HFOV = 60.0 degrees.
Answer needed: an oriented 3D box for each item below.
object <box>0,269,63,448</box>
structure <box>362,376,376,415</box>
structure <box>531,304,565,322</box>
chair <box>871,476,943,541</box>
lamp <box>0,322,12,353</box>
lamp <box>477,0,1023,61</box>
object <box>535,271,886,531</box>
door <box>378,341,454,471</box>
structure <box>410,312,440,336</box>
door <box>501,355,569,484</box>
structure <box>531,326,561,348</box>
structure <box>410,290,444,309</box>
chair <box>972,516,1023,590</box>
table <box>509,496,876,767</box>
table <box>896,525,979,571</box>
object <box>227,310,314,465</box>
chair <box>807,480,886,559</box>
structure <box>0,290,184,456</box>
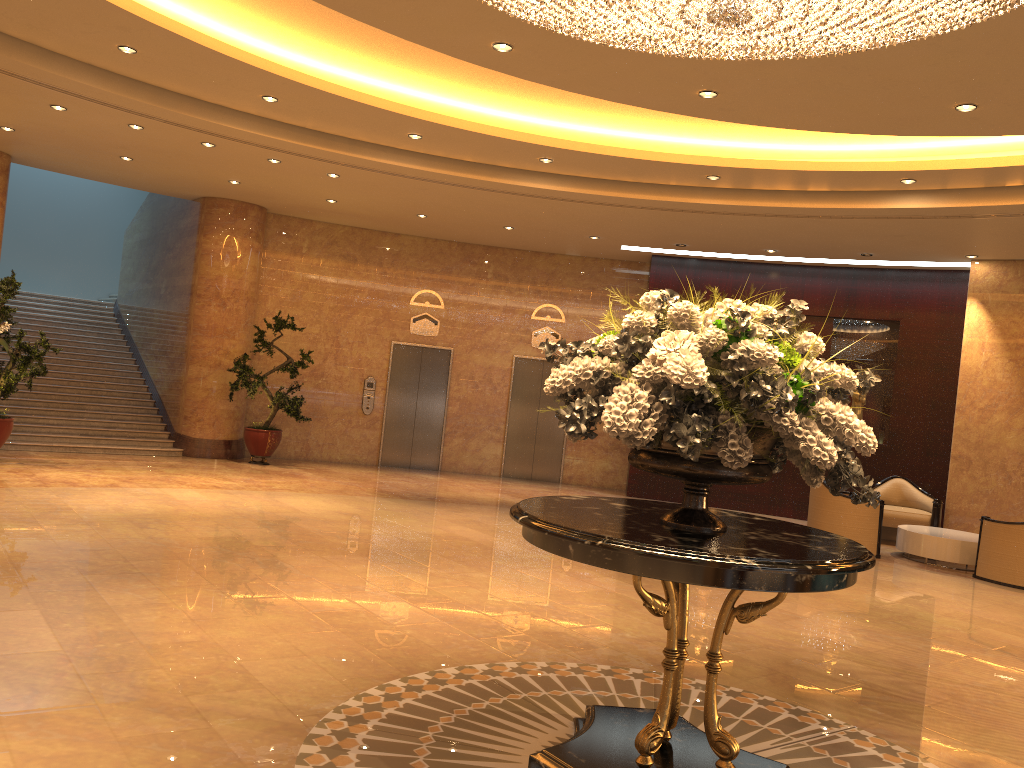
[{"bbox_3d":[-6.323,-0.235,11.027,1.250,2.363,0.843,6,0,34],"label":"object"},{"bbox_3d":[-2.426,0.198,15.034,0.200,0.661,0.053,6,0,-15],"label":"structure"},{"bbox_3d":[0.645,-1.249,15.465,0.600,0.293,0.010,6,0,-1],"label":"structure"},{"bbox_3d":[5.346,1.745,12.201,0.951,0.916,0.769,6,0,14],"label":"chair"},{"bbox_3d":[-5.818,-0.383,9.668,0.532,0.897,0.606,6,0,33],"label":"lamp"},{"bbox_3d":[0.991,-2.147,3.788,3.204,1.196,3.206,6,0,1],"label":"lamp"},{"bbox_3d":[0.774,0.088,3.703,1.318,0.999,1.277,6,0,-6],"label":"object"},{"bbox_3d":[-1.657,0.388,15.283,1.070,2.145,0.150,6,0,-11],"label":"door"},{"bbox_3d":[-1.495,-1.030,15.247,0.504,0.405,0.012,6,0,-12],"label":"structure"},{"bbox_3d":[0.443,0.615,15.511,1.070,2.149,0.150,6,0,0],"label":"door"},{"bbox_3d":[0.598,-0.805,15.465,0.504,0.405,0.012,6,0,-1],"label":"structure"},{"bbox_3d":[-1.447,-1.474,15.247,0.600,0.293,0.010,6,0,-12],"label":"structure"},{"bbox_3d":[5.781,1.784,9.841,0.951,0.916,0.769,6,0,-21],"label":"chair"},{"bbox_3d":[0.676,1.127,3.733,1.493,1.089,1.493,6,0,-43],"label":"table"},{"bbox_3d":[5.401,2.029,10.965,1.196,0.354,1.196,6,0,-10],"label":"table"},{"bbox_3d":[-3.684,0.055,13.515,1.250,2.363,0.843,6,0,-15],"label":"object"},{"bbox_3d":[4.106,1.609,11.084,0.769,0.916,0.951,6,0,-1],"label":"chair"},{"bbox_3d":[-7.769,-1.986,15.454,9.849,5.560,7.472,6,0,-36],"label":"structure"}]
